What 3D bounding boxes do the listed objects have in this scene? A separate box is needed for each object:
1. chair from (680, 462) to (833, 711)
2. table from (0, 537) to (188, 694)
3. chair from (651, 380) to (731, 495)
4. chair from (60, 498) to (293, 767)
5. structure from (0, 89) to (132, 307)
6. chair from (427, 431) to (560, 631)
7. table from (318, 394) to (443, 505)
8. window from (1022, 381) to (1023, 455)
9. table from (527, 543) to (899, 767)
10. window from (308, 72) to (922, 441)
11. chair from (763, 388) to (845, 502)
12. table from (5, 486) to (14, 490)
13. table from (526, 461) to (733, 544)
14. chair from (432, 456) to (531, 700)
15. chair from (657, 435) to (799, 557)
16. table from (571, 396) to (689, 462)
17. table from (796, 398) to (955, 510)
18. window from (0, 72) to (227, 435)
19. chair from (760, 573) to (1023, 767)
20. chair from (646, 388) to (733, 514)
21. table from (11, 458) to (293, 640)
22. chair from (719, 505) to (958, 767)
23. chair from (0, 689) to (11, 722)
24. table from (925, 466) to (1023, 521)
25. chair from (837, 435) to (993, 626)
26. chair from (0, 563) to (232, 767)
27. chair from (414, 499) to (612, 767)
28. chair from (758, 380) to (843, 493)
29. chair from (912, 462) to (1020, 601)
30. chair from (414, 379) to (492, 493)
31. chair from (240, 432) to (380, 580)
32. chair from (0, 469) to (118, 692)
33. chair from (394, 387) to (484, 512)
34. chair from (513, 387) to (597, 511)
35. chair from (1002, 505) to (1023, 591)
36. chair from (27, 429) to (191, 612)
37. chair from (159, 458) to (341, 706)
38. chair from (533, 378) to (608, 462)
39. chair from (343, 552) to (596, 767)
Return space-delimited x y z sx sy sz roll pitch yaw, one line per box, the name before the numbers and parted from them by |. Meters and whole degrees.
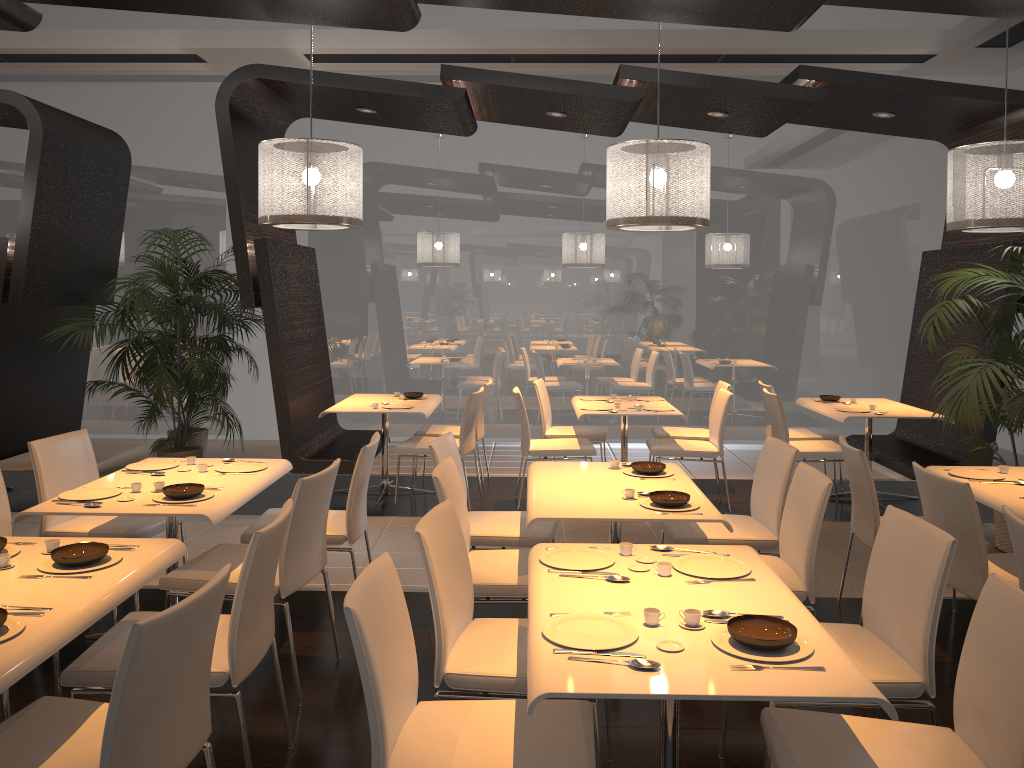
chair | 0.958 0.784 3.605 0.605 0.868 0.485 1 2 4
table | -1.533 0.954 2.514 0.800 0.724 1.152 0 4 1
chair | 1.467 0.423 7.252 0.605 0.872 0.485 1 2 4
chair | -1.031 0.851 2.843 0.605 0.872 0.485 0 2 -1
structure | -6.283 -1.504 7.045 5.932 1.725 1.407 0 3 1
chair | -0.089 0.705 4.327 0.605 0.868 0.485 1 2 9
table | -1.006 0.506 7.007 0.800 0.724 1.152 0 4 1
window | 4.811 -0.927 5.219 0.070 3.967 6.608 0 5 1
table | 0.441 0.970 2.473 0.800 0.724 1.152 0 4 1
window | 1.043 -1.346 9.168 6.578 3.973 0.070 0 1 1
chair | 2.202 0.492 6.611 0.605 0.872 0.485 1 2 4
table | -4.375 0.480 7.058 0.800 0.724 1.152 0 4 1
table | 0.590 0.821 3.967 1.053 0.724 1.152 0 4 1
chair | -0.019 0.777 3.641 0.605 0.872 0.485 1 2 4
chair | 1.043 0.715 4.296 0.605 0.868 0.485 0 2 -1
table | 0.884 0.522 6.956 0.800 0.724 1.152 0 4 1
table | 2.785 0.539 6.910 0.800 0.724 1.152 0 4 1
window | -6.155 -1.405 9.317 6.578 3.973 0.070 0 1 1
chair | 0.935 0.936 2.110 0.605 0.872 0.485 1 2 9
chair | 1.329 0.483 6.620 0.605 0.868 0.485 1 2 4
table | -1.539 0.804 4.007 0.800 0.724 1.152 0 4 1
chair | 1.020 0.867 2.800 0.605 0.872 0.485 0 2 -1
chair | -2.049 0.842 2.845 0.605 0.868 0.485 1 2 9
table | 2.462 0.838 3.913 0.800 0.724 1.152 0 4 1
chair | 1.909 0.725 4.270 0.605 0.872 0.485 1 2 9
chair | -1.039 0.918 2.151 0.605 0.868 0.485 1 2 9
chair | 0.011 0.859 2.820 0.605 0.872 0.485 1 2 9
chair | 2.340 0.427 7.243 0.605 0.868 0.485 1 2 4
chair | 2.000 0.792 3.607 0.605 0.872 0.485 0 2 -1
chair | -0.470 0.409 7.274 0.605 0.872 0.485 1 2 4
chair | -0.960 0.699 4.334 0.605 0.868 0.485 0 2 -1
chair | -2.074 0.752 3.736 0.605 0.868 0.485 1 2 4
chair | -0.527 0.470 6.639 0.605 0.868 0.485 1 2 9
chair | 0.305 0.479 6.626 0.605 0.872 0.485 0 2 -1
chair | 1.913 0.873 2.779 0.605 0.868 0.485 1 2 9
chair | -1.984 0.691 4.347 0.605 0.868 0.485 1 2 9
chair | -1.045 0.770 3.644 0.605 0.872 0.485 1 2 9
chair | 0.481 0.409 7.306 0.605 0.868 0.485 1 2 9
chair | -0.094 0.921 2.203 0.605 0.872 0.485 1 2 4
